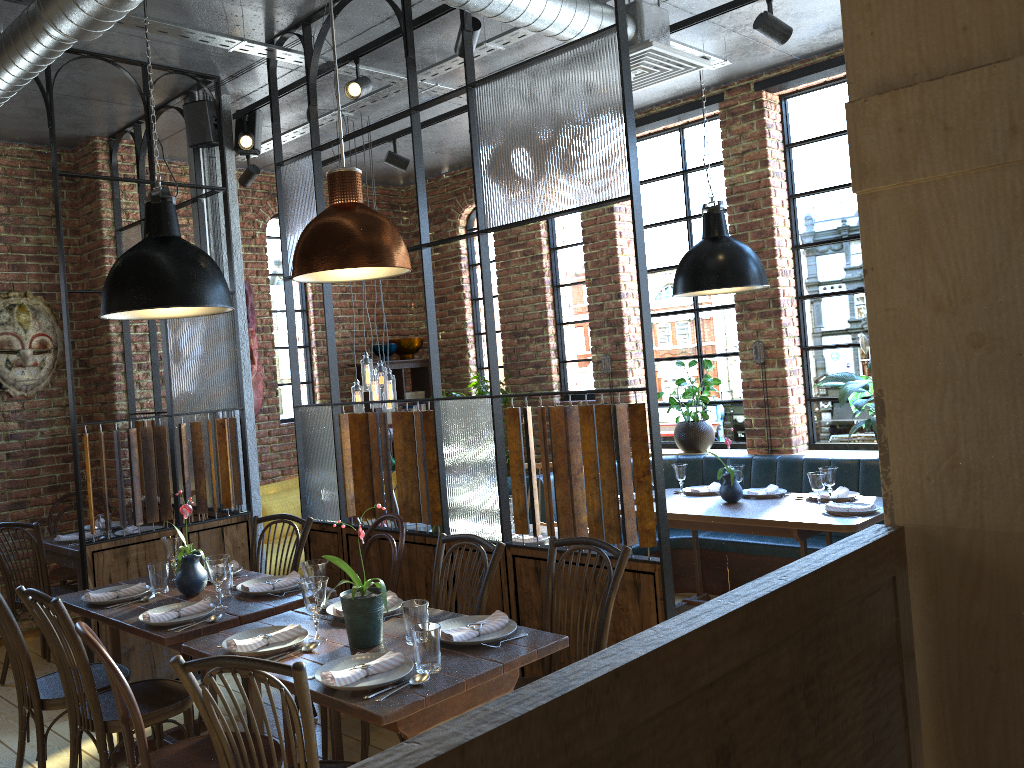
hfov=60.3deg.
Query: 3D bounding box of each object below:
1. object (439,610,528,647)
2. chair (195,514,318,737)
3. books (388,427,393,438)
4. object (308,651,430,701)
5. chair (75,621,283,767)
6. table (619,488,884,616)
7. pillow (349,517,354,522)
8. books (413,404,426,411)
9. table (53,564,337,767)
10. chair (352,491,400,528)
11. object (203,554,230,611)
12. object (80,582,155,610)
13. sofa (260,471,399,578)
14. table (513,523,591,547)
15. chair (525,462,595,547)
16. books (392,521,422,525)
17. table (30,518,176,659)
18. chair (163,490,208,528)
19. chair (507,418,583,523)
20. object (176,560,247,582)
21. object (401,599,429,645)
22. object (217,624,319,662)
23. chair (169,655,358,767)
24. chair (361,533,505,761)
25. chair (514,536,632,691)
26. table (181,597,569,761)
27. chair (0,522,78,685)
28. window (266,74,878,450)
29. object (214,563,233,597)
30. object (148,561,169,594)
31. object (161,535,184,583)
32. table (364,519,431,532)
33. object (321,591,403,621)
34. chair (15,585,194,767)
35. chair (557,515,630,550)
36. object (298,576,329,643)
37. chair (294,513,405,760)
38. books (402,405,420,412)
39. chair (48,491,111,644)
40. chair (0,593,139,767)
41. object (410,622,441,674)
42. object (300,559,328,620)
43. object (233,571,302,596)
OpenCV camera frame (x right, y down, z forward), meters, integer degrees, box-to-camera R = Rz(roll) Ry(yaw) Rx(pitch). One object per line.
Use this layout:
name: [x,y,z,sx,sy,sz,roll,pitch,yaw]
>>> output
object: [-0.132,0.745,2.706,0.257,0.051,0.340,-6,1,-42]
chair: [-1.176,1.094,4.024,0.421,0.915,0.500,-5,0,29]
books: [-1.058,0.425,7.774,0.187,0.080,0.257,-4,1,44]
object: [-0.389,0.772,2.381,0.257,0.051,0.340,-6,1,-42]
chair: [-0.942,1.105,2.560,0.529,0.921,0.454,-5,0,-29]
table: [1.330,1.002,4.978,1.611,0.661,0.785,-4,1,44]
pillow: [-1.722,0.966,6.539,0.417,0.453,1.433,-5,1,31]
books: [-0.846,0.314,8.014,0.186,0.258,0.076,-5,0,44]
table: [-1.277,1.209,3.565,1.078,0.728,0.694,-4,0,44]
chair: [-0.537,1.031,4.584,0.545,0.915,0.387,-5,0,39]
object: [-1.093,0.740,3.280,0.095,0.192,0.102,-5,0,-26]
object: [-1.596,0.846,3.569,0.257,0.051,0.340,-6,1,-42]
sofa: [-1.669,1.163,6.522,0.822,0.763,1.916,-5,1,27]
table: [-0.110,1.102,4.213,0.785,0.727,0.716,-4,0,44]
chair: [0.187,0.934,4.626,0.550,1.006,0.439,-5,0,16]
books: [-0.681,0.950,6.136,0.265,0.028,0.165,-5,1,-21]
table: [-2.374,1.263,5.335,0.785,0.727,0.716,-4,0,44]
chair: [-1.914,1.098,4.970,0.470,1.006,0.513,-5,0,31]
chair: [0.196,0.843,6.558,1.001,1.098,0.832,-5,0,-21]
object: [-1.328,0.818,3.866,0.257,0.051,0.340,-6,1,-42]
object: [-0.290,0.722,2.670,0.085,0.119,0.083,-5,0,6]
object: [-0.760,0.795,2.748,0.257,0.051,0.340,-6,1,-42]
chair: [-0.541,1.078,2.275,0.417,0.915,0.506,-5,0,19]
chair: [-0.298,1.040,3.165,0.498,0.915,0.424,-4,-1,-41]
chair: [0.126,1.010,2.924,0.498,0.915,0.424,-4,-1,-41]
table: [-0.429,1.157,2.738,1.078,0.728,0.694,-4,0,44]
chair: [-2.662,1.195,5.000,0.412,0.915,0.513,-5,0,8]
window: [0.439,-0.630,6.084,8.704,2.430,3.369,-4,1,12]
object: [-1.141,0.775,3.482,0.087,0.119,0.081,-5,0,27]
object: [-1.452,0.797,3.629,0.087,0.119,0.081,-5,0,27]
object: [-1.468,0.760,3.825,0.095,0.192,0.101,-5,0,-21]
table: [-0.787,1.231,5.985,0.781,0.508,0.898,-4,1,29]
object: [-0.523,0.769,3.072,0.257,0.051,0.340,-6,1,-42]
chair: [-1.407,1.130,3.134,0.424,0.915,0.497,-5,-1,44]
chair: [0.255,0.983,3.750,0.424,0.921,0.568,-4,0,-24]
object: [-0.619,0.712,2.777,0.099,0.192,0.098,-5,0,2]
chair: [-0.706,1.060,3.816,0.529,0.921,0.454,-5,0,-29]
books: [-0.921,0.321,7.951,0.170,0.258,0.118,-5,0,44]
chair: [-2.810,1.191,5.798,0.424,0.921,0.568,-4,0,-24]
chair: [-1.751,1.153,3.406,0.498,0.915,0.424,-4,-1,-41]
object: [-0.232,0.723,2.410,0.087,0.119,0.082,-5,0,20]
object: [-0.675,0.711,3.043,0.095,0.192,0.102,-5,0,-26]
object: [-0.979,0.797,3.536,0.257,0.051,0.340,-6,1,-42]
